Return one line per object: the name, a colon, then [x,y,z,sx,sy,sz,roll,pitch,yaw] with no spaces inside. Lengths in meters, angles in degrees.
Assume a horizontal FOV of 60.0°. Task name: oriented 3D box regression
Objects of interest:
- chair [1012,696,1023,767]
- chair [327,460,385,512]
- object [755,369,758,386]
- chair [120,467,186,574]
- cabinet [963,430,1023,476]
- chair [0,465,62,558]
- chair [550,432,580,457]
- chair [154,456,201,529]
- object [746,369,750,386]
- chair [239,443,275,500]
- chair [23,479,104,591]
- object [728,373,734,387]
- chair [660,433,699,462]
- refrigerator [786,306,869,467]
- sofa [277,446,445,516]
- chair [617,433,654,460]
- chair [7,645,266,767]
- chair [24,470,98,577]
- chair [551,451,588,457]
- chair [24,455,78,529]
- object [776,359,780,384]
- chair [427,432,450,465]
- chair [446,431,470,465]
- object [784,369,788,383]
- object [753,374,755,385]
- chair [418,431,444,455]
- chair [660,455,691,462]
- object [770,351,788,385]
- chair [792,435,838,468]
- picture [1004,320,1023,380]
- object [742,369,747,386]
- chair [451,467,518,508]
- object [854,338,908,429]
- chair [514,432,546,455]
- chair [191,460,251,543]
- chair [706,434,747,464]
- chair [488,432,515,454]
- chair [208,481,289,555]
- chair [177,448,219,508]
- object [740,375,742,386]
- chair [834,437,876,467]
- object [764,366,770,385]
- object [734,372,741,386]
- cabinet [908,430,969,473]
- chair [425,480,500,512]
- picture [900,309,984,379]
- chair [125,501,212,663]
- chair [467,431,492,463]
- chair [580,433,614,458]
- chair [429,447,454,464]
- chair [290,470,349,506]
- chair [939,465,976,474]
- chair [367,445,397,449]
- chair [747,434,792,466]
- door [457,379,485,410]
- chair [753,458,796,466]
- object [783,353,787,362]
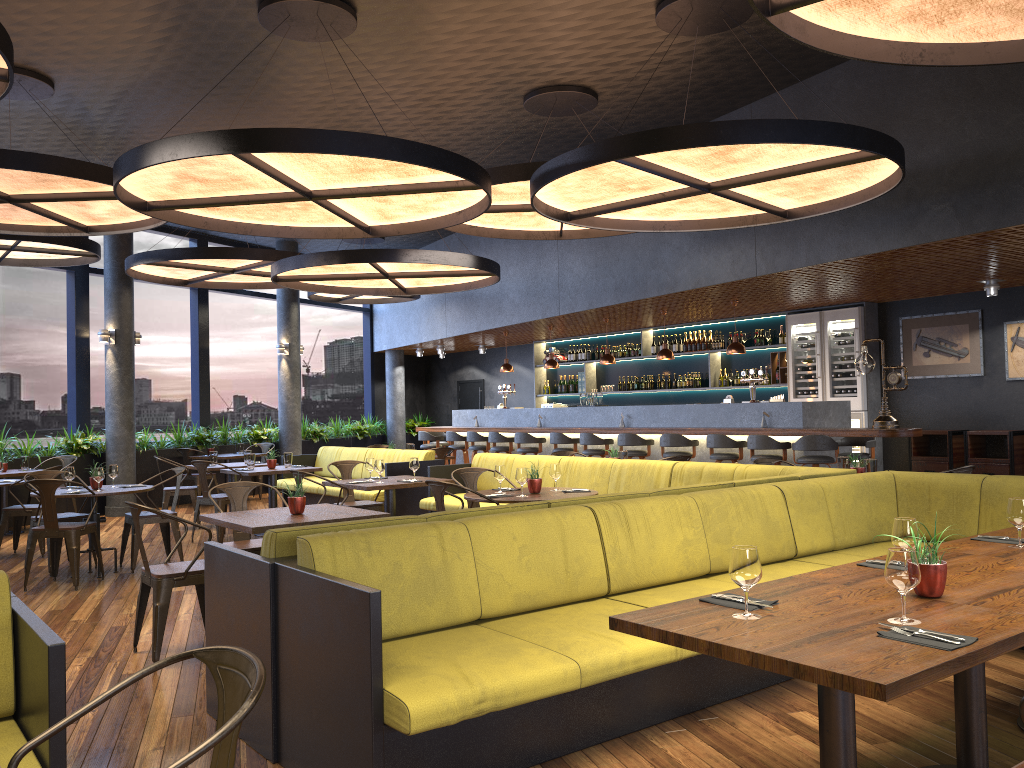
chair: [1.391,0.958,1.978,0.504,0.917,0.541,0,-2,-37]
chair: [-1.526,1.218,8.729,0.504,0.917,0.541,0,-2,-37]
object: [3.671,-0.100,13.339,0.063,0.254,0.063,0,-2,-30]
chair: [-3.330,1.248,8.281,0.541,0.917,0.504,0,-2,-37]
cabinet: [5.705,1.053,10.434,0.473,1.007,0.553,0,-2,-37]
chair: [-4.966,1.312,9.182,0.541,0.917,0.504,-1,-2,-7]
chair: [0.793,1.214,12.809,0.483,1.048,0.438,-2,-2,24]
chair: [-4.192,1.348,11.113,0.541,0.917,0.504,-1,-2,-19]
object: [3.554,-0.096,13.398,0.063,0.254,0.063,-1,-2,-10]
chair: [-4.261,1.456,14.870,0.504,0.917,0.541,-2,-2,18]
chair: [-3.769,1.234,7.432,0.504,0.917,0.541,-1,-2,2]
object: [3.357,-0.062,13.592,0.097,0.206,0.097,-2,-2,21]
chair: [2.086,1.135,11.125,0.438,1.048,0.483,-1,-2,-23]
refrigerator: [4.396,0.054,12.205,0.454,2.109,1.159,0,-2,-37]
sofa: [-2.128,1.320,11.727,0.966,0.914,3.061,0,-2,-37]
chair: [1.641,1.161,11.673,0.483,1.048,0.438,-2,-2,13]
chair: [-0.728,0.997,1.616,0.541,0.917,0.504,0,-2,-37]
chair: [-4.208,1.267,8.229,0.541,0.917,0.504,-2,-2,34]
chair: [0.714,1.190,9.623,0.504,0.917,0.541,0,-2,-37]
chair: [-5.984,1.404,11.578,0.504,0.917,0.541,-2,-2,16]
object: [3.892,-0.183,12.933,0.091,0.369,0.092,-2,-2,22]
chair: [-1.353,1.371,16.582,0.483,1.048,0.438,-1,-2,-9]
chair: [-0.869,1.314,14.969,0.483,1.048,0.438,-2,-2,24]
object: [3.982,-0.111,12.816,0.097,0.206,0.097,-1,-2,3]
object: [3.610,-0.100,13.282,0.063,0.254,0.063,-2,-2,15]
chair: [-1.403,1.344,15.596,0.483,1.048,0.438,-2,-2,24]
chair: [1.468,1.144,8.634,0.504,0.917,0.541,0,-2,-37]
object: [3.933,-0.231,12.876,0.161,0.475,0.300,0,-2,-38]
chair: [3.251,1.062,9.515,0.483,1.048,0.438,-3,-2,44]
picture: [6.192,-0.409,10.157,0.028,0.697,1.039,0,-2,-37]
object: [3.493,-0.096,13.344,0.063,0.254,0.063,0,-2,-35]
chair: [-0.200,1.142,7.147,0.504,0.917,0.541,0,-2,-37]
object: [3.843,-0.010,9.224,0.263,0.944,0.566,0,-2,-45]
chair: [0.265,1.240,13.311,0.438,1.048,0.483,-1,-2,-18]
chair: [-3.266,1.291,9.861,0.504,0.917,0.541,-2,-2,30]
chair: [2.561,1.107,10.511,0.483,1.048,0.438,-2,-2,24]
chair: [-0.143,1.267,13.913,0.438,1.048,0.483,-1,-2,-9]
chair: [-1.817,1.152,6.162,0.504,0.917,0.541,0,-2,-37]
chair: [-4.860,1.437,13.683,0.504,0.917,0.541,-2,-2,27]
object: [3.519,-0.076,13.518,0.088,0.224,0.088,0,-2,-43]
chair: [3.820,1.060,9.902,0.483,1.048,0.438,-2,-2,24]
object: [3.773,-0.123,13.135,0.079,0.281,0.079,0,-2,-44]
object: [3.422,-0.076,13.464,0.088,0.224,0.088,-2,-2,22]
cabinet: [5.284,1.078,10.986,0.473,1.007,0.553,0,-2,-37]
chair: [-0.324,1.120,6.273,0.541,0.917,0.504,0,-2,-37]
picture: [5.403,-0.485,11.191,0.028,0.809,1.039,0,-2,-37]
chair: [-1.978,1.129,5.225,0.541,0.917,0.504,0,-2,-37]
chair: [-0.497,1.292,14.503,0.483,1.048,0.438,-2,-2,24]
chair: [1.164,1.189,12.233,0.438,1.048,0.483,-1,-2,-9]
chair: [-1.046,1.293,11.779,0.504,0.917,0.541,0,-2,-37]
chair: [-1.649,1.193,7.755,0.541,0.917,0.504,0,-2,-37]
chair: [3.092,1.045,6.480,0.504,0.917,0.541,0,-2,-37]
chair: [-1.812,1.339,12.783,0.504,0.917,0.541,0,-2,-37]
chair: [2.885,1.084,9.977,0.438,1.048,0.483,-1,-2,-9]
door: [-0.875,0.939,19.467,0.137,2.056,1.012,0,-2,-37]
chair: [2.337,1.091,7.471,0.504,0.917,0.541,0,-2,-37]
object: [3.977,-0.345,12.822,0.097,0.206,0.097,-1,-2,3]
